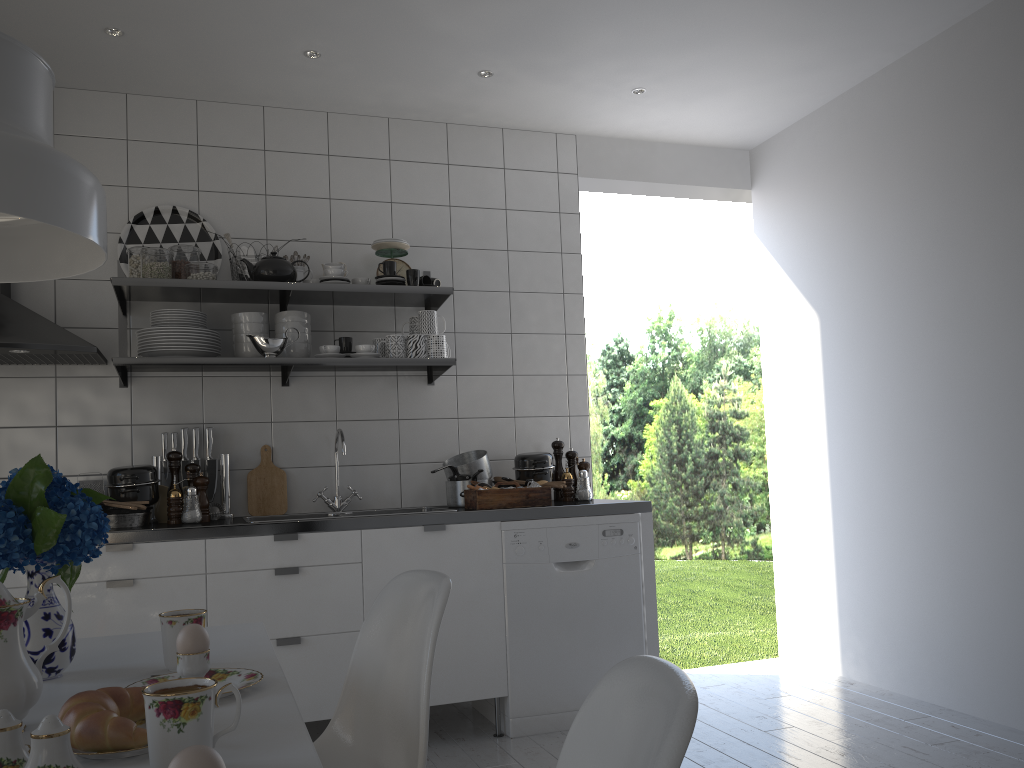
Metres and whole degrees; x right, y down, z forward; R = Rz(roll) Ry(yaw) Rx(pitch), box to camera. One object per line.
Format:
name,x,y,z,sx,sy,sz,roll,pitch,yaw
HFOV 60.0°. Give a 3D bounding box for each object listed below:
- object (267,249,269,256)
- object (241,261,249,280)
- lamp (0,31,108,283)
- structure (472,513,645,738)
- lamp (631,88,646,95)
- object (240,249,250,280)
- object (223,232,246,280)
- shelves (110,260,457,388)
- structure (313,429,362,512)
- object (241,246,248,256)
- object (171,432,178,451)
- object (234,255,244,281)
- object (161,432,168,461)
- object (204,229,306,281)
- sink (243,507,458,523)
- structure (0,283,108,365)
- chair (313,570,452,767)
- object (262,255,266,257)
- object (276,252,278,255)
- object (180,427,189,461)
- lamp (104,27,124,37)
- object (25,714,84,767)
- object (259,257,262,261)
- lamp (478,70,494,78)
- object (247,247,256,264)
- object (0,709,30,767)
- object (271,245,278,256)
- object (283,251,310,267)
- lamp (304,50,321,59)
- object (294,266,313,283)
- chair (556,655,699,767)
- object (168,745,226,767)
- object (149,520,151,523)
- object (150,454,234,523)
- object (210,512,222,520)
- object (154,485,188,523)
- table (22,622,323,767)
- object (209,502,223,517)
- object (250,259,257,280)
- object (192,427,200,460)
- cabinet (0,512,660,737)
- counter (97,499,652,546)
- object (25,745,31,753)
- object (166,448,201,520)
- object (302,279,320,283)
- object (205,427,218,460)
object,-1.014,-0.456,3.656,0.020,0.216,0.069,-3,-4,6
object,-1.081,-0.434,3.596,0.022,0.167,0.125,0,-5,-33
lamp,-0.683,-0.810,1.026,0.373,1.320,0.374,-3,-4,12
structure,0.166,0.933,3.605,0.574,0.789,0.510,-1,-4,-19
lamp,0.541,-1.259,3.781,0.064,0.030,0.064,0,-6,-27
object,-1.078,-0.457,3.633,0.100,0.220,0.028,-6,-5,42
object,-1.092,-0.479,3.534,0.113,0.249,0.021,-1,-4,-14
shelves,-1.485,-0.262,3.328,2.539,0.511,0.428,0,-5,-19
structure,-0.682,0.361,3.636,0.189,0.352,0.275,1,-6,-43
object,-1.091,-0.461,3.649,0.029,0.232,0.063,0,-4,-31
object,-1.336,0.248,3.508,0.027,0.114,0.019,-1,-4,-24
object,-1.105,-0.441,3.604,0.081,0.186,0.023,-6,-5,45
object,-1.369,0.248,3.497,0.027,0.114,0.019,-1,-4,-24
object,-1.037,-0.489,3.602,0.378,0.278,0.198,1,-6,-37
sink,-0.630,0.555,3.414,0.765,0.111,0.489,0,-6,-19
structure,-1.953,-0.636,3.169,0.868,1.090,0.473,-1,-4,-19
chair,-0.357,0.731,1.437,0.542,0.799,0.466,0,-5,-30
object,-1.013,-0.443,3.619,0.023,0.186,0.081,-2,-4,-10
object,-0.985,-0.447,3.621,0.062,0.189,0.023,0,-5,-38
object,-1.299,0.239,3.521,0.033,0.132,0.022,-1,-4,-15
lamp,-1.396,-1.245,3.109,0.064,0.030,0.064,0,-6,-27
object,-0.432,0.361,0.830,0.069,0.102,0.065,-1,-4,-19
object,-1.036,-0.444,3.622,0.029,0.187,0.154,-2,-4,-6
lamp,-0.106,-1.255,3.557,0.064,0.030,0.064,0,-6,-27
object,-1.058,-0.460,3.654,0.086,0.226,0.025,-6,-5,40
object,-0.493,0.367,0.858,0.069,0.102,0.065,-1,-4,-19
object,-1.002,-0.463,3.638,0.085,0.226,0.027,0,-4,-36
object,-0.887,-0.457,3.661,0.104,0.203,0.077,-1,-4,-21
lamp,-0.751,-1.250,3.333,0.064,0.030,0.064,0,-6,-27
object,-0.875,-0.416,3.650,0.084,0.130,0.084,1,-5,-41
chair,-0.110,0.647,0.701,0.542,0.799,0.466,-2,-4,-5
object,-0.252,0.320,0.706,0.048,0.063,0.048,-1,-4,-15
object,-1.413,0.499,3.382,0.053,0.067,0.066,-5,-5,31
object,-1.273,0.413,3.517,0.322,0.260,0.067,-1,-4,-19
object,-1.160,0.512,3.434,0.072,0.031,0.070,-1,-6,-19
object,-1.307,0.458,3.401,0.127,0.144,0.116,-4,-5,20
table,-0.632,0.766,0.973,0.814,0.658,1.831,-1,-6,-19
object,-1.176,0.500,3.500,0.069,0.068,0.029,-1,-4,-14
object,-1.059,-0.437,3.619,0.023,0.174,0.098,-2,-4,-8
object,-1.259,0.239,3.535,0.033,0.132,0.022,-1,-4,-15
cabinet,-1.061,0.947,3.255,3.237,0.793,0.664,0,-5,-19
counter,-1.080,0.532,3.286,3.238,0.045,0.652,0,-6,-19
object,-0.619,0.389,0.938,0.186,0.083,0.141,-1,-5,-19
object,-1.234,0.379,3.335,0.123,0.282,0.061,-1,-4,-14
object,-0.797,-0.388,3.548,0.079,0.047,0.082,3,-7,-44
object,-1.205,0.238,3.553,0.046,0.132,0.022,-1,-4,-16
